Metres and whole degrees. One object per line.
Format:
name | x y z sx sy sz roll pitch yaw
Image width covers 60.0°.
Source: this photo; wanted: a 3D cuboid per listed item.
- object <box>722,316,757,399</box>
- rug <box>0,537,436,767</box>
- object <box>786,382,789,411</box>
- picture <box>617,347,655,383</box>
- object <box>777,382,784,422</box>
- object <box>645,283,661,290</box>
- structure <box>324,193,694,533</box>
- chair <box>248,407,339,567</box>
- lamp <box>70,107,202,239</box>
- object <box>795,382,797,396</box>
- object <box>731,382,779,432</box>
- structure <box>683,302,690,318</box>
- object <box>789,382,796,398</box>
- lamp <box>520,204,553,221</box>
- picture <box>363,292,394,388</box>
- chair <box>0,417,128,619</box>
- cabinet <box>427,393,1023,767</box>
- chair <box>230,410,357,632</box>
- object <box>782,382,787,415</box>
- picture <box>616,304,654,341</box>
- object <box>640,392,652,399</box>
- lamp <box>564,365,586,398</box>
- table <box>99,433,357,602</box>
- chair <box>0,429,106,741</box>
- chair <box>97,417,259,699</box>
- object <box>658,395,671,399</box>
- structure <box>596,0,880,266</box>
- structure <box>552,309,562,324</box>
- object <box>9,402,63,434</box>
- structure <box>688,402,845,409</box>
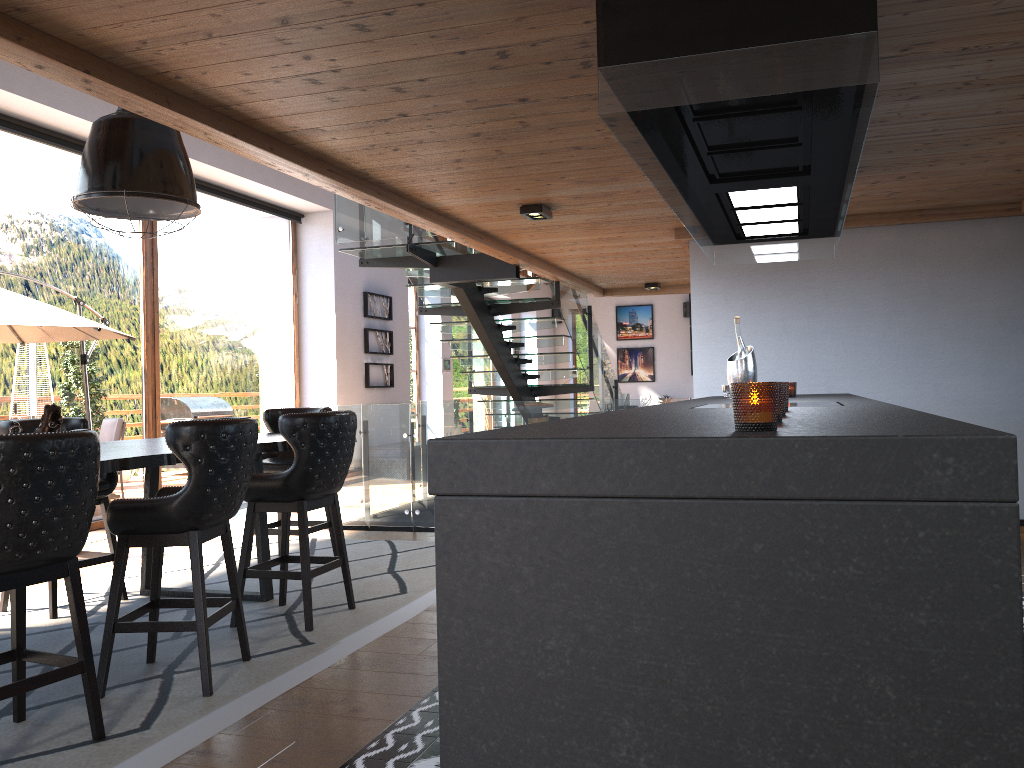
object | 1.273 -0.148 4.918 0.224 0.452 0.226 -2 -1 18
rug | -1.924 1.258 4.436 2.534 0.047 5.670 -2 0 18
object | 0.756 0.036 2.544 0.080 0.081 0.078 -1 -1 -27
picture | 2.895 -0.443 20.740 0.873 0.816 0.036 -2 -1 17
object | 0.525 0.037 1.843 0.080 0.081 0.078 -1 -1 -27
object | 1.655 -1.152 10.412 0.154 0.068 0.263 -2 0 18
structure | -2.179 0.915 9.796 9.147 6.400 11.101 -2 -1 18
chair | -1.494 0.711 6.071 0.501 1.092 0.572 -2 -1 17
lamp | -1.995 -3.110 4.638 0.628 4.686 0.615 -1 -1 -27
object | 1.595 0.031 5.092 0.080 0.081 0.078 -1 -1 -17
object | 0.410 0.038 1.493 0.080 0.081 0.078 -1 -1 -27
structure | 4.022 -1.702 20.326 0.212 0.349 0.215 -2 -1 18
object | 1.474 0.031 4.725 0.080 0.081 0.078 -1 -1 -17
lamp | 0.162 -1.143 5.875 0.154 0.068 0.263 -2 0 18
picture | -1.864 -0.603 12.433 0.059 1.312 0.779 -2 -1 18
chair | -2.598 0.741 5.043 0.563 1.092 0.509 -2 -1 27
cabinet | 1.047 0.628 3.640 0.882 1.104 4.834 -2 0 18
chair | -1.092 0.692 4.636 0.564 1.092 0.507 -2 -1 17
object | 0.641 0.036 2.194 0.080 0.081 0.078 -1 -1 -27
picture | 2.870 -1.438 20.760 0.873 0.816 0.036 -2 -1 17
object | 3.079 0.448 20.316 0.260 0.532 0.424 -1 -1 -13
lamp | 1.594 0.327 19.924 0.521 1.899 1.338 -2 -1 39
table | -2.095 0.805 4.154 1.419 0.950 3.823 -2 0 18
chair | -1.667 0.705 2.935 0.563 1.092 0.509 -2 -1 27
chair | -1.348 0.692 3.700 0.568 1.092 0.504 -1 -1 2
object | 3.514 0.464 20.251 0.337 0.455 0.337 -2 -1 43
structure | 1.075 -0.976 3.847 0.706 0.476 3.272 -2 0 18
structure | 1.079 -1.623 21.229 0.212 0.349 0.215 -2 -1 18
object | -2.227 0.215 4.151 0.222 0.253 0.115 -1 -1 -20
structure | 0.935 0.085 3.232 0.501 0.017 0.614 -2 0 18
